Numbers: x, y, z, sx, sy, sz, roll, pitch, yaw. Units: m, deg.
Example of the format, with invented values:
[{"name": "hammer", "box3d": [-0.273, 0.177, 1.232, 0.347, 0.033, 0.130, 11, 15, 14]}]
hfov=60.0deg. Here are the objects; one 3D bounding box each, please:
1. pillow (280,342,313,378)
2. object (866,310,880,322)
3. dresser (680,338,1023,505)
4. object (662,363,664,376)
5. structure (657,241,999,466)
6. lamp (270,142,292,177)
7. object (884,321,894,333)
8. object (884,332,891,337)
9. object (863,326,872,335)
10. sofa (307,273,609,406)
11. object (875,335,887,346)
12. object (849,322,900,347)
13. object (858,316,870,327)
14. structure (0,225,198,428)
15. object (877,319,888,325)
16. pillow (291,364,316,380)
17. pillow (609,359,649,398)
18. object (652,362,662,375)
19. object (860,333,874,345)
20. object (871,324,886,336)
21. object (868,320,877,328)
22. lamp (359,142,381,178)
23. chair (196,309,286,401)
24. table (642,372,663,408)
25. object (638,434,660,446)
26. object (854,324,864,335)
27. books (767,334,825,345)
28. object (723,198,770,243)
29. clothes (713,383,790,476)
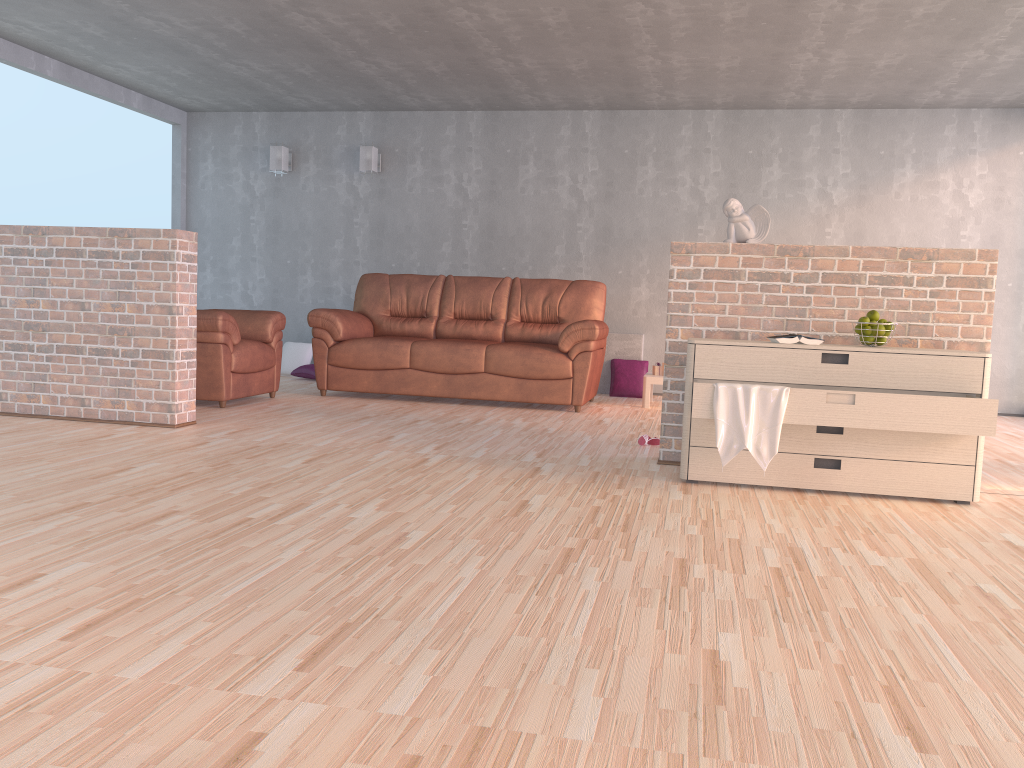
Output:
[{"name": "pillow", "box3d": [-2.021, -0.223, 8.256, 0.327, 0.326, 0.241, 4, 5, 15]}, {"name": "object", "box3d": [1.546, -0.289, 3.798, 0.054, 0.056, 0.054, 3, 5, 11]}, {"name": "dresser", "box3d": [1.568, 0.160, 3.672, 1.686, 0.612, 0.605, 3, 5, 12]}, {"name": "object", "box3d": [1.233, -0.133, 6.887, 0.099, 0.147, 0.102, 6, 6, 40]}, {"name": "structure", "box3d": [1.432, -0.110, 4.154, 1.422, 1.057, 0.211, 3, 5, 12]}, {"name": "lamp", "box3d": [-2.170, -2.101, 8.299, 0.165, 0.319, 0.168, 3, 5, 12]}, {"name": "object", "box3d": [1.590, -0.241, 3.747, 0.046, 0.047, 0.047, -2, 6, -41]}, {"name": "object", "box3d": [1.597, -0.225, 3.808, 0.053, 0.054, 0.053, -2, 7, -43]}, {"name": "object", "box3d": [1.506, -0.227, 3.754, 0.038, 0.040, 0.039, 4, 5, 20]}, {"name": "sofa", "box3d": [-0.370, -0.389, 6.841, 2.202, 0.923, 0.981, 3, 5, 12]}, {"name": "object", "box3d": [1.571, -0.186, 3.777, 0.046, 0.048, 0.048, 2, 5, 0]}, {"name": "object", "box3d": [1.547, -0.211, 3.797, 0.202, 0.104, 0.202, 3, 5, 5]}, {"name": "object", "box3d": [1.495, -0.265, 3.766, 0.046, 0.045, 0.046, 3, 5, 11]}, {"name": "structure", "box3d": [-2.455, -0.336, 4.948, 1.422, 1.057, 0.211, 3, 5, 12]}, {"name": "object", "box3d": [1.582, -0.257, 3.787, 0.043, 0.043, 0.039, 2, 5, -3]}, {"name": "pillow", "box3d": [-1.764, -0.114, 8.055, 0.392, 0.130, 0.365, 5, 6, 32]}, {"name": "pillow", "box3d": [1.005, -0.045, 7.611, 0.327, 0.326, 0.241, 3, 5, 5]}, {"name": "object", "box3d": [1.180, -0.119, 6.973, 0.152, 0.105, 0.080, 1, 5, -20]}, {"name": "object", "box3d": [1.518, -0.195, 3.792, 0.059, 0.055, 0.060, -1, 6, -33]}, {"name": "object", "box3d": [1.547, -0.226, 3.745, 0.057, 0.057, 0.057, 7, 7, 44]}, {"name": "object", "box3d": [1.533, -0.252, 3.774, 0.039, 0.038, 0.039, 6, 6, 40]}, {"name": "lamp", "box3d": [-1.304, -2.051, 8.126, 0.165, 0.319, 0.177, 3, 5, 12]}, {"name": "chair", "box3d": [-2.173, -0.376, 6.083, 0.936, 0.879, 0.970, 3, 5, 11]}, {"name": "table", "box3d": [1.317, 0.058, 6.958, 0.548, 0.241, 0.548, 3, 5, 12]}, {"name": "object", "box3d": [0.761, 0.306, 4.821, 0.192, 0.066, 0.078, -2, 7, -42]}, {"name": "object", "box3d": [1.490, -0.234, 3.794, 0.046, 0.044, 0.046, 3, 5, 7]}, {"name": "books", "box3d": [1.215, -0.193, 3.805, 0.209, 0.040, 0.146, 2, 5, 2]}, {"name": "object", "box3d": [1.097, -0.763, 4.170, 0.216, 0.218, 0.131, 3, 5, 11]}, {"name": "clothes", "box3d": [0.942, 0.184, 3.509, 0.325, 0.369, 0.097, 3, 5, 12]}]
